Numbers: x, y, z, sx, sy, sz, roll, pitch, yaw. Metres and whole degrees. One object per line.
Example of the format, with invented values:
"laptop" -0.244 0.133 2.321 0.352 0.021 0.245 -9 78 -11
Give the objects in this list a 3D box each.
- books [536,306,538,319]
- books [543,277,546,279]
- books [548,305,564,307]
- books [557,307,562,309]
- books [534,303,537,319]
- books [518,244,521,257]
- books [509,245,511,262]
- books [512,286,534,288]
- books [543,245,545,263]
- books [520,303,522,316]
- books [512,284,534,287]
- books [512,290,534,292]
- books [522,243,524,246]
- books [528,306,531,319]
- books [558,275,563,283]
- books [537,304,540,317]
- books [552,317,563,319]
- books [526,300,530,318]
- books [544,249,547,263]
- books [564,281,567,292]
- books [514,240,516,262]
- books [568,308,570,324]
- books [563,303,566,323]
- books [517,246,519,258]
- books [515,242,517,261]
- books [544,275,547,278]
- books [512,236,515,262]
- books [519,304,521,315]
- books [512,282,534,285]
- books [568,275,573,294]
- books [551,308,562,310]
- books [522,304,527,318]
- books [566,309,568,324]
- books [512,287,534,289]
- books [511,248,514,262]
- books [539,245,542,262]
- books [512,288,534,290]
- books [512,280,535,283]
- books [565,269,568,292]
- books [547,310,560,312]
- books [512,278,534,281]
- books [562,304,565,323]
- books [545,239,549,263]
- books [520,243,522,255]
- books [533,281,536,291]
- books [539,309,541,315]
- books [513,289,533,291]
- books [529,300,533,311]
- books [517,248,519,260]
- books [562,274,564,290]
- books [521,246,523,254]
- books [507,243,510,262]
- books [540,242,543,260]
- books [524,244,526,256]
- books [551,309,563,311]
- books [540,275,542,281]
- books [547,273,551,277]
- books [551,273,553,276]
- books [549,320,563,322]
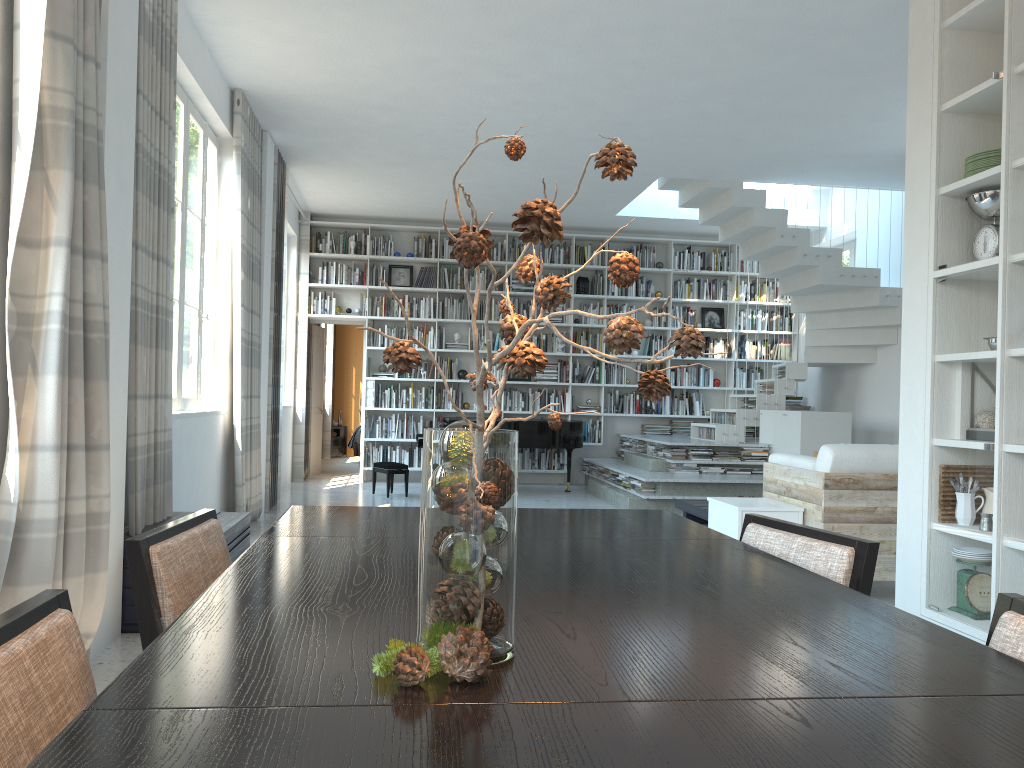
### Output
"books" 0.304 -0.864 11.157 0.024 0.216 0.132 2 -1 -7
"books" 0.399 -1.229 11.160 0.027 0.216 0.190 2 -1 -7
"books" 0.496 -0.978 11.175 0.285 0.012 0.159 2 -1 -12
"books" 0.494 -0.953 11.182 0.254 0.012 0.161 2 -1 -5
"books" 0.284 -0.892 11.139 0.021 0.269 0.191 2 -1 -7
"books" 0.088 -1.621 11.137 0.014 0.248 0.139 2 0 -7
"books" -0.031 -1.614 11.122 0.023 0.228 0.157 2 -1 -7
"books" 0.131 -1.207 11.138 0.285 0.012 0.159 2 -1 -9
"books" 0.394 -1.636 11.165 0.011 0.296 0.157 2 0 -7
"books" 0.102 -0.887 11.127 0.014 0.250 0.172 2 -1 -7
"books" 0.134 -1.225 11.131 0.285 0.024 0.159 2 -1 -2
"books" 0.130 -1.158 11.135 0.285 0.012 0.159 2 -1 -4
"books" 0.128 -1.623 11.129 0.005 0.255 0.168 2 -1 -7
"books" 0.220 -0.867 11.143 0.024 0.216 0.148 2 -1 -7
"books" 0.605 -1.239 11.180 0.032 0.248 0.173 2 -1 -7
"books" 0.325 -0.878 11.151 0.015 0.245 0.183 2 -1 -7
"books" 0.492 -0.830 11.179 0.285 0.012 0.159 2 -1 -10
"books" 0.197 -0.902 11.146 0.022 0.285 0.130 2 0 -7
"books" 0.412 -1.592 11.180 0.031 0.208 0.146 2 -1 -7
"books" 0.663 -1.214 11.189 0.029 0.202 0.191 2 -1 -7
"books" 0.027 -1.647 11.124 0.010 0.296 0.153 2 0 -7
"books" 0.709 -0.847 11.213 0.030 0.205 0.158 2 -1 -7
"books" 0.661 -0.906 11.204 0.012 0.319 0.140 2 0 -7
"books" 0.077 -1.613 11.149 0.006 0.233 0.136 2 0 -7
"books" 0.050 -1.630 11.113 0.011 0.265 0.163 2 -1 -7
"books" 0.417 -1.242 11.175 0.012 0.244 0.131 2 0 -7
"books" 0.015 -1.669 11.129 0.014 0.341 0.145 2 0 -7
"books" 0.088 -0.879 11.129 0.014 0.233 0.147 2 -1 -7
"books" 0.134 -1.249 11.134 0.254 0.025 0.161 2 -1 -11
"books" 0.725 -1.231 11.141 0.037 0.237 0.272 2 -1 -7
"books" 0.495 -0.940 11.176 0.254 0.012 0.161 2 -1 -2
"books" 0.154 -0.879 11.128 0.066 0.236 0.153 2 -1 -7
"books" 0.680 -0.845 11.204 0.029 0.198 0.172 2 -1 -7
"books" 0.131 -1.195 11.135 0.285 0.012 0.159 2 -1 -10
"books" -0.005 -1.597 11.113 0.026 0.194 0.166 2 -1 -7
"books" 0.357 -1.612 11.170 0.012 0.245 0.151 2 -1 -7
"books" 0.131 -1.183 11.135 0.254 0.012 0.161 2 -1 -10
"books" 0.135 -1.274 11.138 0.285 0.024 0.159 2 -1 -5
"books" 0.684 -1.280 11.200 0.012 0.334 0.155 2 0 -7
"books" 0.494 -0.915 11.182 0.254 0.012 0.161 2 -1 -5
"books" 0.135 -1.298 11.143 0.285 0.024 0.159 2 -1 -7
"books" 0.650 -0.874 11.187 0.012 0.254 0.161 2 -1 -7
"books" 0.436 -1.653 11.160 0.010 0.331 0.186 2 0 -7
"books" 0.103 -1.629 11.132 0.013 0.264 0.147 2 0 -7
"books" 0.289 -1.251 11.149 0.012 0.254 0.161 2 -1 -7
"books" 0.340 -0.879 11.141 0.013 0.247 0.176 2 -1 -7
"books" 0.131 -1.171 11.131 0.254 0.012 0.161 2 -1 -2
"books" 0.248 -0.904 11.149 0.049 0.291 0.162 2 0 -7
"books" 0.064 -1.595 11.127 0.023 0.195 0.172 2 -1 -7
"books" 0.633 -1.245 11.199 0.029 0.261 0.133 2 0 -7
"books" 0.116 -1.606 11.130 0.016 0.219 0.144 2 -1 -7
"books" -0.052 -1.627 11.100 0.026 0.253 0.185 2 -1 -7
"books" 0.372 -1.635 11.155 0.014 0.292 0.176 2 -1 -7
"books" 0.157 -1.623 11.135 0.011 0.256 0.143 2 0 -7
"books" 0.494 -0.927 11.184 0.285 0.012 0.159 2 -1 -8
"books" 0.351 -1.264 11.140 0.011 0.284 0.190 2 -1 -7
"books" 0.464 -1.255 11.191 0.029 0.273 0.140 2 0 -7
"books" 0.493 -1.253 11.173 0.023 0.269 0.185 2 -1 -7
"books" 0.491 -0.794 11.184 0.285 0.012 0.159 2 -1 -6
